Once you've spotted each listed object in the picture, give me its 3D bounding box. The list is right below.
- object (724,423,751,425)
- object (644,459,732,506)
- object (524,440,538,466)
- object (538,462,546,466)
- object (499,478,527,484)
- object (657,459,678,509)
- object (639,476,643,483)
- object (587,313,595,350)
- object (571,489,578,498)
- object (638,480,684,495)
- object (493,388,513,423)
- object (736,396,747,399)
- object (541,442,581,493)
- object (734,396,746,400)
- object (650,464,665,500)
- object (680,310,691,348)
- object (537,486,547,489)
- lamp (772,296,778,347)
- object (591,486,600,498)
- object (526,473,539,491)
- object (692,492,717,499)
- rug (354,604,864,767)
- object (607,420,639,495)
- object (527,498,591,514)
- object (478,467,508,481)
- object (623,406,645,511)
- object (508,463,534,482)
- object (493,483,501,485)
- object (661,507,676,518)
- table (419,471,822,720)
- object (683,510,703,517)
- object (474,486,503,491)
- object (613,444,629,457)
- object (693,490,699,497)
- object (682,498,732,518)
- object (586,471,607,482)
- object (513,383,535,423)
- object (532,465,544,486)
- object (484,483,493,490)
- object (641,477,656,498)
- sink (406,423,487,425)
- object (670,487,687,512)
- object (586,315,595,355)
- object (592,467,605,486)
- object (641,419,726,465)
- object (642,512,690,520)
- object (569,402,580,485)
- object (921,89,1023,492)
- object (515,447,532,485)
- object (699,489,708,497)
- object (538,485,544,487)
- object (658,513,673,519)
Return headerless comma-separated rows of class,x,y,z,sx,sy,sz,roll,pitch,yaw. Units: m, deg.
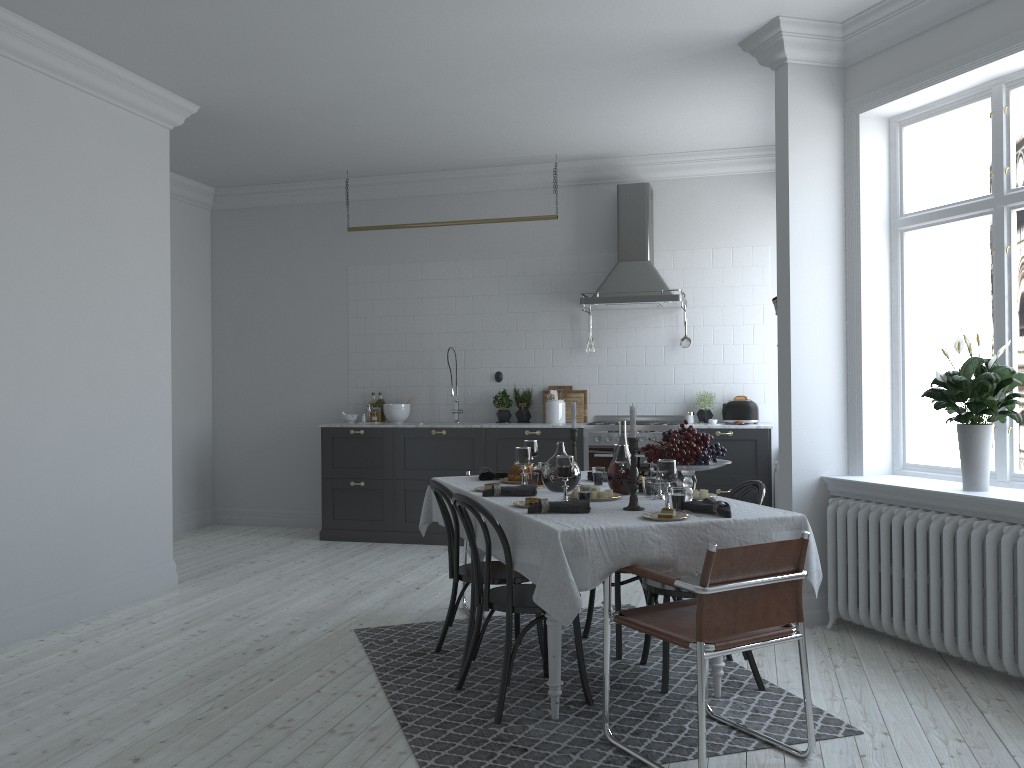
object,1.831,0.325,7.199,0.209,0.011,0.209,0,0,-37
object,0.753,0.426,3.793,0.367,0.188,0.367,0,0,-34
object,0.106,0.424,4.975,0.083,0.215,0.083,-1,0,20
object,0.177,0.482,4.908,0.066,0.094,0.066,-1,0,4
object,0.056,0.522,4.783,0.251,0.018,0.251,-1,0,15
object,0.624,0.415,3.569,0.083,0.215,0.083,-1,0,20
object,0.681,0.504,4.680,0.036,0.039,0.051,-1,0,-8
object,0.695,-0.465,7.834,0.066,0.332,0.024,-1,0,20
object,0.294,0.494,4.039,0.039,0.040,0.078,0,0,-10
object,0.718,0.493,4.273,0.247,0.061,0.165,0,0,-36
object,-0.086,0.196,8.005,0.172,0.311,0.179,-1,0,26
object,1.934,0.152,7.487,0.107,0.110,0.010,-1,0,20
object,0.238,0.405,4.325,0.194,0.245,0.194,-1,0,-2
object,1.908,0.157,7.415,0.107,0.110,0.010,-1,0,20
object,0.667,0.416,4.007,0.083,0.215,0.083,-1,0,10
object,1.488,-0.474,7.611,0.101,0.331,0.030,-1,0,25
object,0.182,0.523,4.517,0.150,0.009,0.075,0,0,-40
lamp,1.651,-0.040,5.259,0.131,0.977,0.312,0,0,-10
object,0.359,0.498,4.090,0.100,0.056,0.056,-1,0,32
object,0.100,0.481,4.318,0.066,0.094,0.066,-1,0,4
object,0.846,0.514,4.063,0.182,0.013,0.182,-1,0,15
rug,0.238,1.355,4.211,1.701,0.021,2.166,0,0,-17
object,0.526,0.349,4.207,0.152,0.352,0.152,0,0,-24
object,0.205,0.496,3.603,0.247,0.061,0.165,0,0,-36
object,-0.155,0.504,4.977,0.165,0.061,0.247,0,0,-36
object,0.504,0.305,3.681,0.089,0.432,0.089,-1,0,38
object,0.045,0.481,4.779,0.191,0.105,0.164,-1,0,34
object,-0.085,0.511,4.424,0.057,0.037,0.021,-1,0,33
object,0.609,0.501,3.458,0.057,0.037,0.021,-1,0,36
table,0.345,0.942,4.273,1.210,0.842,2.179,0,0,-18
object,0.720,0.513,3.518,0.031,0.012,0.131,0,0,-22
object,-0.096,0.524,4.407,0.182,0.013,0.182,-1,0,30
object,0.560,0.419,4.537,0.083,0.215,0.083,-1,0,20
object,0.825,0.501,4.063,0.039,0.040,0.078,0,0,-10
object,0.828,0.490,3.558,0.165,0.061,0.247,0,0,-36
object,0.523,0.497,4.855,0.247,0.061,0.165,0,0,-36
object,0.098,0.166,7.941,0.196,0.367,0.186,0,0,-30
object,0.148,0.478,4.620,0.091,0.101,0.091,0,0,-30
object,-0.109,0.511,4.402,0.057,0.037,0.021,-1,0,5
object,0.627,0.475,4.068,0.066,0.094,0.066,-1,0,26
sink,-0.571,0.456,7.893,0.669,0.203,0.384,-1,0,15
object,0.680,0.473,3.628,0.066,0.094,0.066,-1,0,4
object,0.688,-0.441,7.802,0.074,0.381,0.076,-1,0,-4
object,0.447,0.478,4.594,0.066,0.094,0.066,-1,0,4
object,0.747,0.261,3.783,0.347,0.215,0.318,0,0,-23
object,0.593,0.514,3.430,0.182,0.013,0.182,-1,0,25
object,0.319,0.310,4.559,0.089,0.432,0.089,-1,0,38
object,-9.717,-0.780,5.833,72.085,19.432,33.873,0,0,-20
object,0.056,0.423,4.405,0.083,0.215,0.083,-1,0,20
object,0.866,0.501,4.074,0.040,0.039,0.077,0,0,-15
object,0.167,0.510,4.503,0.167,0.031,0.031,0,0,-40
object,0.592,0.510,3.419,0.057,0.021,0.037,-1,0,15
